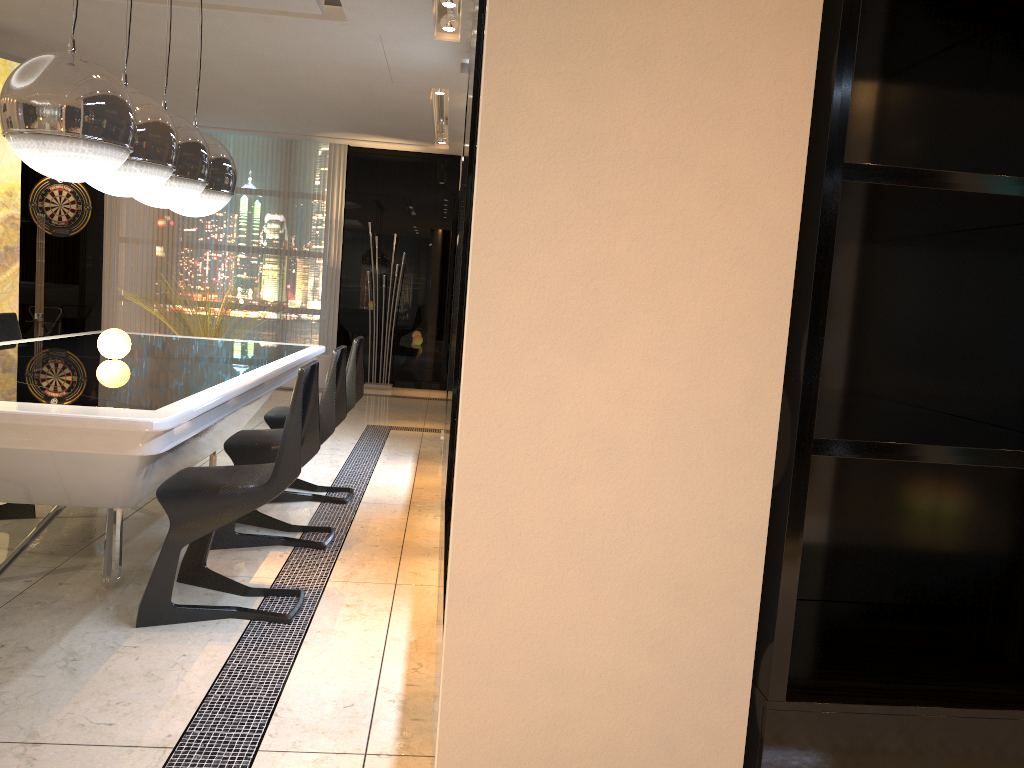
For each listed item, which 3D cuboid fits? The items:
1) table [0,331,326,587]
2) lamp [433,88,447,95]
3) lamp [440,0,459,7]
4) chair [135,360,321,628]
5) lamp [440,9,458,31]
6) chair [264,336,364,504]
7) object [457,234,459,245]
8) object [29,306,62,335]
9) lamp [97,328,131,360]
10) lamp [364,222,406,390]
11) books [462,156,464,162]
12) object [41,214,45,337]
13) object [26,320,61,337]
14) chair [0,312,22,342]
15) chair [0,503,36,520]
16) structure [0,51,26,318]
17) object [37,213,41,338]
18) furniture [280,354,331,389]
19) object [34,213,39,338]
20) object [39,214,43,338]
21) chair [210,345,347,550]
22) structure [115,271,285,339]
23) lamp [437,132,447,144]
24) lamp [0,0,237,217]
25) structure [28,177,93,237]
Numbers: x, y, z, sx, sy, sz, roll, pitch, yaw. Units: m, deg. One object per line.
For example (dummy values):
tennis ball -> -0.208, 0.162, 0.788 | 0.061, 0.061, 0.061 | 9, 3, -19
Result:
table -> -1.651, 0.267, 3.716 | 1.293, 0.759, 3.031 | 4, 6, -4
lamp -> -0.566, -2.343, 6.978 | 0.107, 0.127, 0.107 | 2, 6, -23
lamp -> -0.337, -2.107, 4.795 | 0.107, 0.127, 0.107 | 2, 6, -23
chair -> -0.938, 0.341, 3.019 | 0.496, 0.858, 0.523 | 4, 6, -4
lamp -> -0.369, -2.154, 5.241 | 0.107, 0.127, 0.107 | 2, 6, -23
chair -> -1.056, 0.167, 4.662 | 0.496, 0.858, 0.523 | 4, 6, -4
object -> -0.241, -1.049, 5.720 | 0.210, 0.395, 0.180 | 4, 6, -1
object -> -4.905, -0.662, 9.323 | 0.330, 0.297, 0.032 | 4, 6, -4
lamp -> -1.605, -0.162, 3.580 | 0.125, 0.125, 0.125 | -1, 8, -44
lamp -> -1.408, -0.841, 9.701 | 0.418, 1.801, 0.200 | 4, 6, -4
books -> -0.194, -1.417, 5.696 | 0.259, 0.188, 0.302 | 4, 6, 2
object -> -4.877, -0.953, 9.218 | 0.026, 1.605, 0.027 | 8, 7, 33
object -> -4.916, -0.406, 9.254 | 0.261, 0.508, 0.325 | 4, 6, -4
chair -> -2.370, 0.086, 4.495 | 0.496, 0.858, 0.523 | 4, 6, -4
chair -> -2.310, 0.175, 3.653 | 0.496, 0.858, 0.523 | 4, 6, -4
structure -> -4.426, -1.055, 5.821 | 2.180, 2.555, 0.448 | 4, 6, -4
object -> -4.870, -0.944, 9.123 | 0.026, 1.605, 0.027 | 8, 7, 33
furniture -> -2.254, -0.155, 9.467 | 0.735, 0.357, 0.735 | 1, 7, -32
object -> -4.866, -0.939, 9.075 | 0.026, 1.605, 0.027 | 8, 7, 33
object -> -4.874, -0.948, 9.171 | 0.026, 1.605, 0.027 | 8, 7, 33
chair -> -0.999, 0.252, 3.861 | 0.496, 0.858, 0.523 | 4, 6, -4
structure -> -3.143, -0.572, 9.039 | 1.282, 1.142, 1.275 | 9, 8, 42
lamp -> -0.734, -2.592, 9.328 | 0.107, 0.127, 0.107 | 2, 6, -23
lamp -> -1.475, -1.352, 3.582 | 0.408, 1.226, 1.827 | 4, 6, -4
structure -> -4.868, -1.922, 9.568 | 0.669, 0.669, 0.048 | 4, 6, -4
